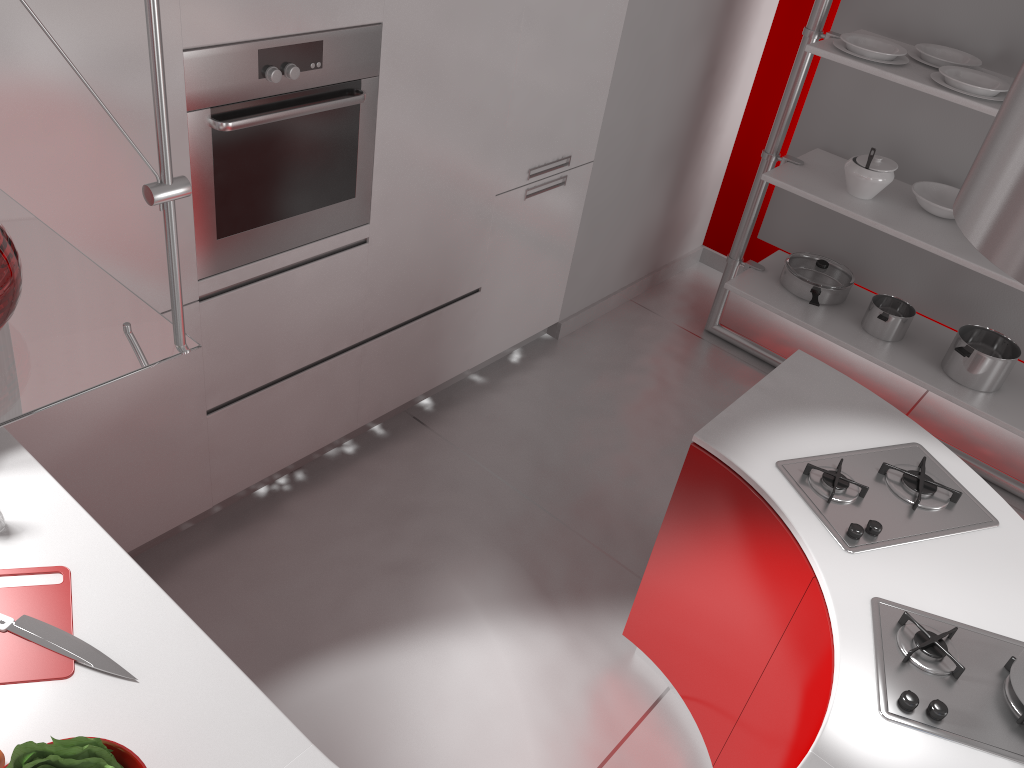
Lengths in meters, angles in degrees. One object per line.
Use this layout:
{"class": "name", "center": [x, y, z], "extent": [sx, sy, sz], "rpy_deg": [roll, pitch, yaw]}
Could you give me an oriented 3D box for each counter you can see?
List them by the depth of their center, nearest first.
{"class": "counter", "center": [-0.150, 0.865, 1.780], "extent": [2.865, 0.880, 1.868], "rpy_deg": [-3, 38, -18]}

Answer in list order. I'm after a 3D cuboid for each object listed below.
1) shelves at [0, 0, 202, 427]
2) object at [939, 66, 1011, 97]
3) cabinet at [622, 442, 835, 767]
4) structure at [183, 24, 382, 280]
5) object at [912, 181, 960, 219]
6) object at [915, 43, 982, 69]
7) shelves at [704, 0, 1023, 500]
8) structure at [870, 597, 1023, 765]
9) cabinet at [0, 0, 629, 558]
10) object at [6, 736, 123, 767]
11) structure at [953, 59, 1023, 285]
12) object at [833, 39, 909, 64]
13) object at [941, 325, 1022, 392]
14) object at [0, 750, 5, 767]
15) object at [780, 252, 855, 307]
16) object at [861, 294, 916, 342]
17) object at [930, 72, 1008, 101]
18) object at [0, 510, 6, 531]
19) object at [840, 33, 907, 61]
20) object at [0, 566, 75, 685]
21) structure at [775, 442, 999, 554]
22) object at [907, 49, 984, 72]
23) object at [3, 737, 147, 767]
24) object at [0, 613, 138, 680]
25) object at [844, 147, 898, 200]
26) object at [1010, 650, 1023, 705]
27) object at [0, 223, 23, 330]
{"class": "shelves", "center": [-0.754, -0.547, 0.725], "extent": [0.934, 1.023, 0.462], "rpy_deg": [33, 41, 27]}
{"class": "object", "center": [1.603, -1.046, 3.088], "extent": [0.244, 0.042, 0.244], "rpy_deg": [22, 38, 15]}
{"class": "cabinet", "center": [-0.320, 0.695, 1.911], "extent": [1.875, 0.761, 1.025], "rpy_deg": [5, 37, -9]}
{"class": "structure", "center": [-0.573, -0.609, 2.337], "extent": [0.050, 0.589, 0.599], "rpy_deg": [33, 41, 27]}
{"class": "object", "center": [1.699, -0.707, 3.494], "extent": [0.272, 0.072, 0.272], "rpy_deg": [10, 36, -1]}
{"class": "object", "center": [1.627, -1.216, 3.323], "extent": [0.244, 0.042, 0.244], "rpy_deg": [27, 39, 21]}
{"class": "shelves", "center": [1.788, -0.889, 3.183], "extent": [1.735, 2.599, 0.535], "rpy_deg": [33, 41, 27]}
{"class": "structure", "center": [0.920, 0.569, 1.676], "extent": [0.457, 0.037, 0.303], "rpy_deg": [16, 36, 7]}
{"class": "cabinet", "center": [-0.648, -0.711, 2.801], "extent": [0.614, 2.026, 2.398], "rpy_deg": [33, 41, 27]}
{"class": "object", "center": [-0.573, 0.566, 1.136], "extent": [0.193, 0.182, 0.198], "rpy_deg": [-24, 49, -38]}
{"class": "structure", "center": [1.125, -0.565, 1.177], "extent": [0.644, 0.958, 0.644], "rpy_deg": [11, 36, 0]}
{"class": "object", "center": [1.324, -1.224, 3.278], "extent": [0.280, 0.015, 0.280], "rpy_deg": [-1, 38, -15]}
{"class": "object", "center": [1.851, -0.102, 3.507], "extent": [0.240, 0.161, 0.259], "rpy_deg": [21, 37, 14]}
{"class": "object", "center": [-0.760, 0.544, 1.267], "extent": [0.064, 0.048, 0.063], "rpy_deg": [18, 37, 10]}
{"class": "object", "center": [1.314, -0.466, 3.885], "extent": [0.407, 0.130, 0.308], "rpy_deg": [-23, 48, -37]}
{"class": "object", "center": [1.569, -0.275, 3.701], "extent": [0.182, 0.122, 0.196], "rpy_deg": [6, 36, -6]}
{"class": "object", "center": [1.601, -1.035, 3.096], "extent": [0.280, 0.015, 0.280], "rpy_deg": [-5, 39, -21]}
{"class": "object", "center": [-0.950, 0.239, 1.614], "extent": [0.042, 0.066, 0.043], "rpy_deg": [-18, 45, -33]}
{"class": "object", "center": [1.326, -1.234, 3.270], "extent": [0.244, 0.042, 0.244], "rpy_deg": [22, 38, 15]}
{"class": "object", "center": [-0.827, 0.399, 1.481], "extent": [0.168, 0.006, 0.266], "rpy_deg": [-7, 40, -23]}
{"class": "structure", "center": [0.893, 0.247, 2.102], "extent": [0.457, 0.037, 0.303], "rpy_deg": [-5, 39, -21]}
{"class": "object", "center": [1.625, -1.205, 3.331], "extent": [0.280, 0.015, 0.280], "rpy_deg": [-1, 38, -15]}
{"class": "object", "center": [-0.589, 0.604, 1.172], "extent": [0.229, 0.118, 0.228], "rpy_deg": [14, 36, 4]}
{"class": "object", "center": [-0.774, 0.413, 1.465], "extent": [0.375, 0.008, 0.041], "rpy_deg": [17, 37, 9]}
{"class": "object", "center": [1.405, -0.843, 3.480], "extent": [0.192, 0.214, 0.192], "rpy_deg": [23, 38, 17]}
{"class": "object", "center": [1.030, 0.511, 1.596], "extent": [0.189, 0.185, 0.218], "rpy_deg": [9, 36, -3]}
{"class": "object", "center": [-0.574, -0.155, 0.800], "extent": [0.213, 0.266, 0.213], "rpy_deg": [-6, 39, -22]}
